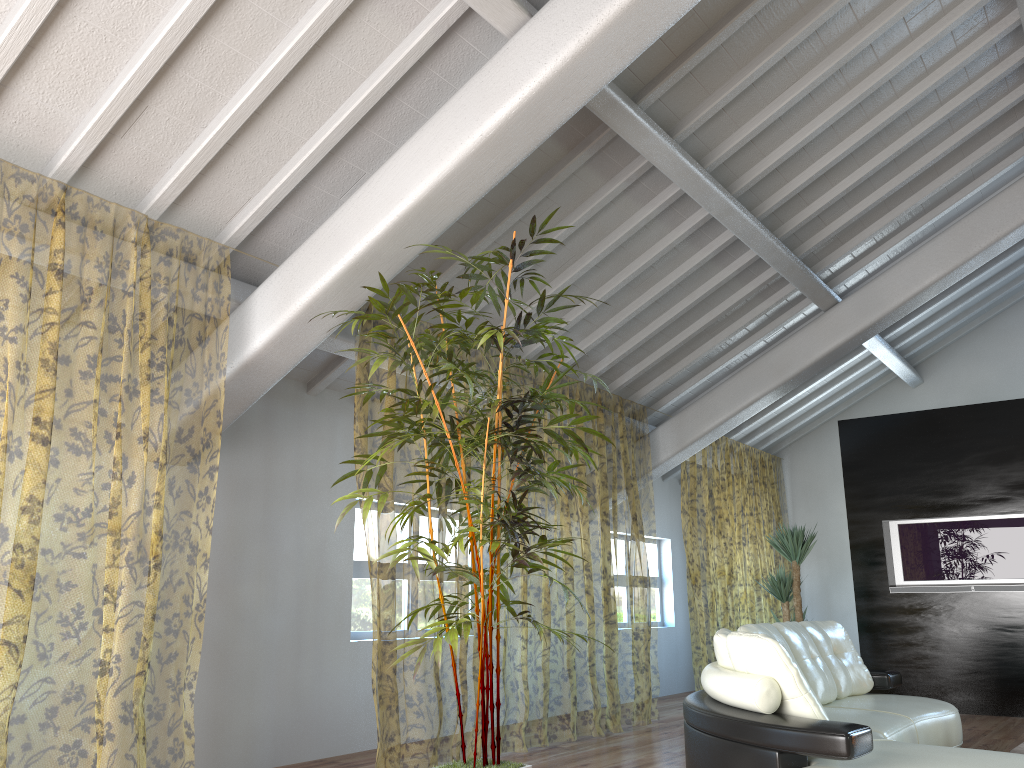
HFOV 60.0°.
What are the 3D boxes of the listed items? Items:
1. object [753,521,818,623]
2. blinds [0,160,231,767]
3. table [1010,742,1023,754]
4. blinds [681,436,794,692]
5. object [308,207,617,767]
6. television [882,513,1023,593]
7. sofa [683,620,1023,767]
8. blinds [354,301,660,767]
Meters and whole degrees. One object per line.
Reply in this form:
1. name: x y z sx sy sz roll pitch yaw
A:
1. object: 2.271 1.913 7.184 0.564 1.586 0.588 5 -15 -20
2. blinds: -2.352 0.249 2.576 0.306 2.546 3.505 -10 -17 34
3. table: 2.755 1.616 3.526 1.201 0.290 1.201 -11 -18 37
4. blinds: 2.335 1.837 8.959 0.306 2.546 2.780 -10 -17 34
5. object: -0.067 0.560 3.710 1.399 2.473 1.177 8 -16 -29
6. television: 3.911 1.454 7.598 1.336 0.639 0.044 -10 -17 34
7. sofa: 1.473 1.488 3.967 1.359 0.805 3.047 -4 -15 14
8. blinds: 0.148 1.096 5.979 0.306 2.546 3.505 -10 -17 34
